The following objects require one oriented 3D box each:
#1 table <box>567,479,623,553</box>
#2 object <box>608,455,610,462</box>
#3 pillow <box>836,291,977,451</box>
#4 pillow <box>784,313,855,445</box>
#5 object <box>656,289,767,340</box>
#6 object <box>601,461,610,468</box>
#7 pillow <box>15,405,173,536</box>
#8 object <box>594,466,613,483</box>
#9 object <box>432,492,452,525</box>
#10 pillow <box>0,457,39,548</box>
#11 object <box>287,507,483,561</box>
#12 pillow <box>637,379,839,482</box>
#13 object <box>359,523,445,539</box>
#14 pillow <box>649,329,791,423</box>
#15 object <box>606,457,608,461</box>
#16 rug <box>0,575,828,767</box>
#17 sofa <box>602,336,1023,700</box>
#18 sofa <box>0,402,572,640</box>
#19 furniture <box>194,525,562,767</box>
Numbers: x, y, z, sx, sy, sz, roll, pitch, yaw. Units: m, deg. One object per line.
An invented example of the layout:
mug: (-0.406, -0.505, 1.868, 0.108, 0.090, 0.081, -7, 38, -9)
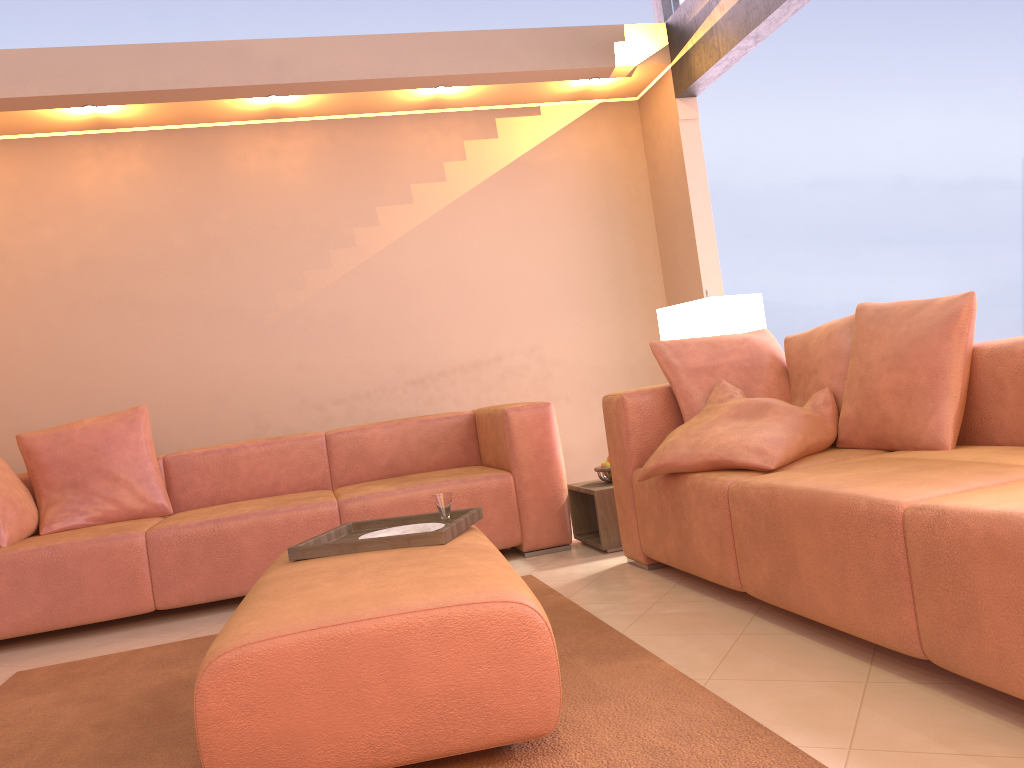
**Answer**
table: (0.757, 0.525, 3.979, 0.918, 0.268, 0.412, -8, -1, -13)
object: (0.457, 0.331, 3.911, 0.069, 0.061, 0.068, -9, -1, 38)
pillow: (1.165, -0.035, 2.634, 0.211, 0.468, 0.470, -8, -1, -18)
pillow: (1.079, -0.018, 3.016, 0.255, 0.446, 0.492, -7, -1, -30)
object: (0.955, -0.041, 4.092, 0.344, 0.799, 0.344, -7, -1, -35)
object: (0.416, 0.363, 3.897, 0.045, 0.047, 0.055, -7, -1, -36)
pillow: (-1.899, 0.383, 4.030, 0.582, 0.528, 0.302, -7, -1, -30)
object: (0.484, 0.391, 3.918, 0.235, 0.071, 0.235, -8, -1, -21)
object: (-0.200, 0.370, 2.625, 0.061, 0.091, 0.061, -7, -1, -29)
pillow: (-2.221, 0.466, 3.757, 0.335, 0.486, 0.554, -8, -1, -17)
object: (-0.343, 0.421, 2.520, 0.436, 0.034, 0.421, -8, -1, 12)
pillow: (0.729, 0.129, 2.881, 0.514, 0.292, 0.517, -7, -1, -44)
object: (-0.305, 0.418, 2.465, 0.240, 0.018, 0.240, -9, -1, 40)
pillow: (0.832, 0.027, 3.262, 0.519, 0.455, 0.314, -8, -1, -17)
object: (0.449, 0.340, 3.963, 0.054, 0.046, 0.047, -8, -1, -27)
rug: (-0.510, 0.803, 1.968, 1.833, 0.005, 2.626, -8, -1, -13)
sofa: (1.137, 0.239, 2.251, 0.943, 0.672, 2.781, -8, -1, -13)
sofa: (-1.187, 0.594, 4.039, 2.781, 0.672, 0.943, -8, -1, -13)
furniture: (-0.331, 0.582, 2.259, 0.685, 0.301, 1.291, -8, -1, -8)
